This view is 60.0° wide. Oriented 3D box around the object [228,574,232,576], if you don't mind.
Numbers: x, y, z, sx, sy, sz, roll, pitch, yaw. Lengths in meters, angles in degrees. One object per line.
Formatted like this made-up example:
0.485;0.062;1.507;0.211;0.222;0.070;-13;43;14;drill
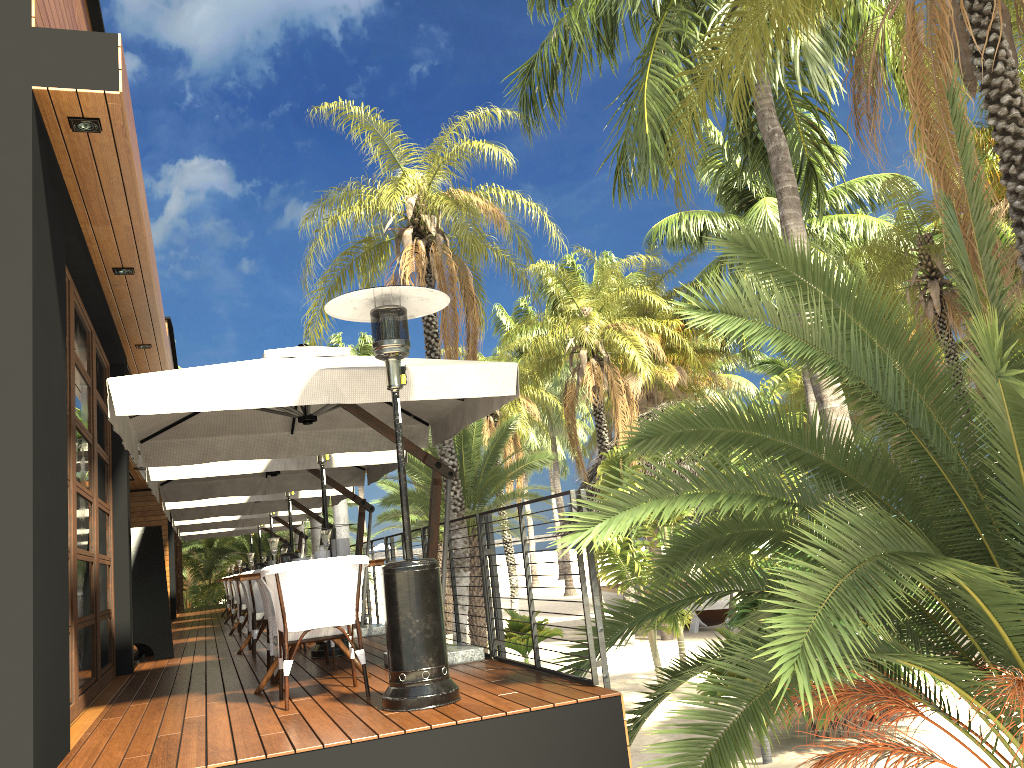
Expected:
-5.811;3.963;18.290;0.086;0.086;0.086;-3;-12;-19;object

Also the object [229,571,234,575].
-5.844;3.962;18.518;0.163;0.179;0.167;-3;-11;-18;object

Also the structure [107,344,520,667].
-1.391;0.856;6.195;2.414;2.341;2.404;-2;-12;-20;structure

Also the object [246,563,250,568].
-5.564;3.908;18.625;0.263;0.265;0.263;-11;-12;25;object

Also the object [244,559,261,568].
-4.477;3.205;15.480;0.263;0.265;0.263;-11;-12;25;object

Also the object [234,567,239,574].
-4.756;3.259;15.373;0.163;0.179;0.167;-3;-11;-18;object

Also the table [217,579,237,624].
-4.595;3.706;15.310;0.932;0.752;0.928;-2;-11;-20;table

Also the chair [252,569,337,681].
-1.613;1.758;6.673;0.627;0.791;0.614;-3;-12;-19;chair

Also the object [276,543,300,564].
-1.517;1.168;6.012;0.168;0.179;0.162;-2;-12;-21;object

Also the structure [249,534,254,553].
-5.911;4.009;20.173;0.699;2.200;0.697;1;-13;-31;structure

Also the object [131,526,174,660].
-4.136;2.250;9.492;0.768;1.402;0.769;1;-14;-35;object

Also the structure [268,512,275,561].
-3.780;2.632;14.012;0.699;2.200;0.697;1;-13;-31;structure

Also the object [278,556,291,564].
-1.486;1.170;5.785;0.086;0.086;0.086;-3;-11;-15;object

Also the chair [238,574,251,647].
-2.682;2.449;9.764;0.627;0.791;0.614;-3;-12;-19;chair

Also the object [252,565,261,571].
-2.573;1.872;8.927;0.086;0.086;0.086;-3;-11;-15;object

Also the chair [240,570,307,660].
-2.211;2.130;8.325;0.627;0.791;0.614;-3;-12;-19;chair

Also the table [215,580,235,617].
-5.676;4.404;18.438;0.932;0.752;0.928;-2;-11;-20;table

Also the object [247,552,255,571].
-2.747;1.892;9.338;0.082;0.228;0.081;-3;-12;-19;object

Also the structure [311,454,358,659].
-1.637;1.248;7.814;0.699;2.200;0.697;1;-13;-31;structure

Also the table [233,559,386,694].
-1.358;1.615;5.952;0.932;0.752;0.928;-2;-11;-20;table

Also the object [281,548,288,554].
-2.313;1.783;9.009;0.082;0.228;0.081;-3;-12;-19;object

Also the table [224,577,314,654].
-2.437;2.312;9.071;0.932;0.752;0.928;-2;-11;-20;table

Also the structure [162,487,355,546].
-3.543;2.245;12.417;2.414;2.341;2.404;-2;-12;-20;structure

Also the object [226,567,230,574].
-5.985;3.984;18.701;0.082;0.228;0.081;-3;-12;-19;object

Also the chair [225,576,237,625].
-4.392;3.539;14.632;0.627;0.791;0.614;-3;-12;-19;chair

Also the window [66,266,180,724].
-13.593;-3.100;20.849;14.480;18.029;38.303;4;-15;-42;window

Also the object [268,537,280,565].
-1.661;1.190;6.196;0.082;0.228;0.081;-3;-12;-19;object

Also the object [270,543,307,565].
-2.327;1.816;9.263;0.263;0.265;0.263;-11;-12;25;object

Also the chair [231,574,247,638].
-3.304;2.836;11.485;0.627;0.791;0.614;-3;-12;-19;chair

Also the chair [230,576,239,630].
-3.794;3.167;12.978;0.627;0.791;0.614;-3;-12;-19;chair

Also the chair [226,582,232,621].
-4.864;3.858;16.071;0.627;0.791;0.614;-3;-12;-19;chair

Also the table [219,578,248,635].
-3.516;3.009;12.191;0.932;0.752;0.928;-2;-11;-20;table

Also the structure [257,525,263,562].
-4.844;3.320;17.089;0.699;2.200;0.697;1;-13;-31;structure

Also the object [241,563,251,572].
-3.683;2.566;12.269;0.163;0.179;0.167;-3;-11;-18;object

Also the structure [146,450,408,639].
-2.467;1.550;9.306;2.414;2.341;2.404;-2;-12;-20;structure

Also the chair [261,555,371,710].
-1.127;1.430;5.190;0.627;0.791;0.614;-3;-12;-19;chair

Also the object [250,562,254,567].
-4.463;3.172;15.226;0.082;0.228;0.081;-3;-12;-19;object

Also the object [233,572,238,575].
-4.723;3.261;15.144;0.086;0.086;0.086;-3;-11;-15;object

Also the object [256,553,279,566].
-3.403;2.512;12.376;0.263;0.265;0.263;-11;-12;25;object

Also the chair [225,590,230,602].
-5.952;4.561;19.219;0.627;0.791;0.614;-3;-12;-19;chair

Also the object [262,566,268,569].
-2.473;1.881;8.978;0.116;0.065;0.115;-3;-11;-16;object

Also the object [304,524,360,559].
-1.240;1.114;6.120;0.263;0.265;0.263;-11;-12;25;object

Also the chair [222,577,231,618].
-5.481;4.242;17.780;0.627;0.791;0.614;-3;-12;-19;chair

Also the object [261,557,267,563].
-3.390;2.478;12.123;0.082;0.228;0.081;-3;-12;-19;object

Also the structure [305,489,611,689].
-3.806;3.824;16.650;0.163;1.157;26.167;-2;-11;-20;structure

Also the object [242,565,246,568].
-5.551;3.874;18.372;0.082;0.228;0.081;-3;-12;-19;object

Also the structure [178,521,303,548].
-5.694;3.635;18.639;2.414;2.341;2.404;-2;-12;-20;structure

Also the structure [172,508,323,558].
-4.618;2.940;15.528;2.414;2.341;2.404;-2;-12;-20;structure

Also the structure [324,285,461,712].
-0.583;0.567;4.768;0.699;2.200;0.697;1;-13;-31;structure

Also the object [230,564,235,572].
-4.897;3.281;15.556;0.082;0.228;0.081;-3;-12;-19;object

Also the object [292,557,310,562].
-1.386;1.179;5.835;0.116;0.065;0.115;-3;-11;-16;object

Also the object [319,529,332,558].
-1.226;1.081;5.867;0.082;0.228;0.081;-3;-12;-19;object

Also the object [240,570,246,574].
-3.650;2.567;12.041;0.086;0.086;0.086;-3;-11;-15;object

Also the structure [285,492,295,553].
-2.720;1.947;10.945;0.699;2.200;0.697;1;-13;-31;structure

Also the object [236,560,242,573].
-3.824;2.588;12.452;0.082;0.228;0.081;0;-13;-30;object

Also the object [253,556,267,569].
-2.603;1.870;9.154;0.168;0.179;0.162;-2;-12;-21;object

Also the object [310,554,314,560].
-1.386;1.245;6.253;0.086;0.086;0.086;-3;-11;-15;object
